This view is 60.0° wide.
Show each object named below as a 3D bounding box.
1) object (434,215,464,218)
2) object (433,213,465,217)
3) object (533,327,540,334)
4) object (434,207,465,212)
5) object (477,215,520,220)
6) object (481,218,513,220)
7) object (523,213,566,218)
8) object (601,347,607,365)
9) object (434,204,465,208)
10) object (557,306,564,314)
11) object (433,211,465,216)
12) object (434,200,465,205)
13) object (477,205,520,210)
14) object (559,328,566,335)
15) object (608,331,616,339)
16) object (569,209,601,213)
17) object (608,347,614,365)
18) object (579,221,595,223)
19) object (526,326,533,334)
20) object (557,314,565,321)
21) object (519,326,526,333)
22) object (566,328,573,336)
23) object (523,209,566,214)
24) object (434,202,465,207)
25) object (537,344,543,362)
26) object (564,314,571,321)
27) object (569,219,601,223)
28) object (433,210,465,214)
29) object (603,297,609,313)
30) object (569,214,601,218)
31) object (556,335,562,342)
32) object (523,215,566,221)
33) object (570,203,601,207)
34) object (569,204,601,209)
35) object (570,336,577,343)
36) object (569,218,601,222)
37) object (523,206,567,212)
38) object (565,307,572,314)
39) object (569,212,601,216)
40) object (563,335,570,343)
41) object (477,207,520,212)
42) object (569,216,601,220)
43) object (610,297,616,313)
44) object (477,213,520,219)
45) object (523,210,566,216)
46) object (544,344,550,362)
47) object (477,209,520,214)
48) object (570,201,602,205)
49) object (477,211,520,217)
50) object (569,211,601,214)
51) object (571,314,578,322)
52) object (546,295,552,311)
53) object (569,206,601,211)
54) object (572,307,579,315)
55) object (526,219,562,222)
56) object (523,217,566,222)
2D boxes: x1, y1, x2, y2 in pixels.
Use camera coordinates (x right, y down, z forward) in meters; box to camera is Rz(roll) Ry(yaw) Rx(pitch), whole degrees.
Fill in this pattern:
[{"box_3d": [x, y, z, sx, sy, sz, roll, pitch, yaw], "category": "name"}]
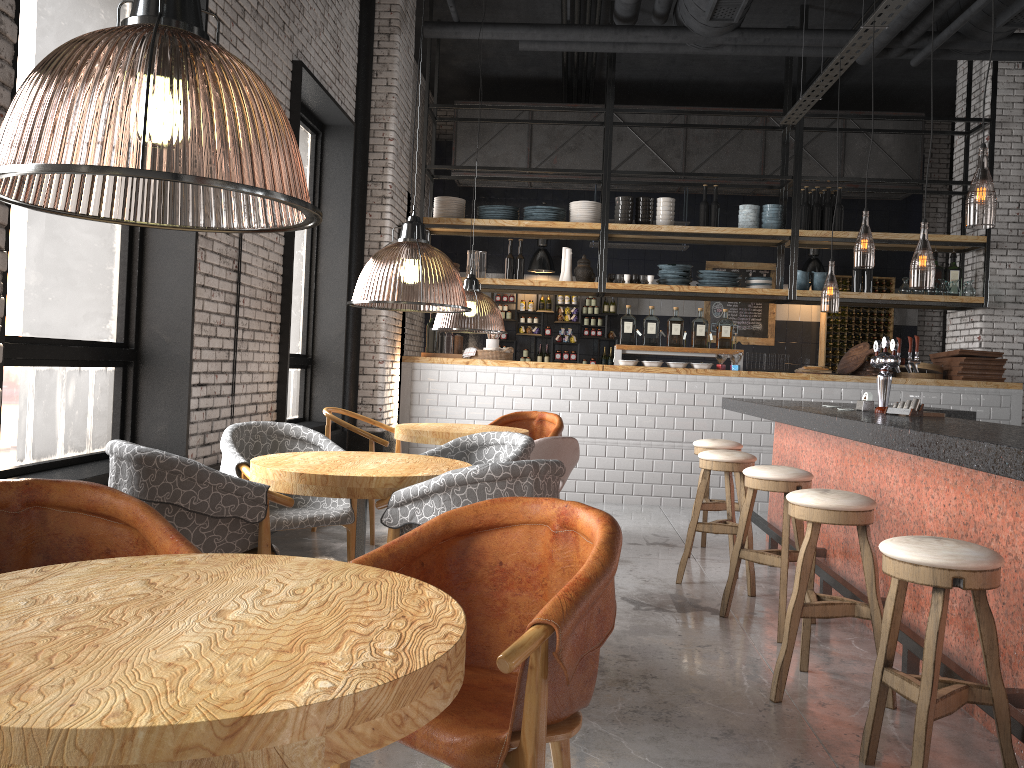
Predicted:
[{"box_3d": [-0.666, -1.740, 9.363, 0.335, 0.042, 0.334, 3, 1, 42], "category": "object"}, {"box_3d": [-0.665, -1.760, 9.362, 0.334, 0.039, 0.335, 2, 1, -9], "category": "object"}, {"box_3d": [0.340, -0.746, 12.280, 0.092, 0.108, 0.105, 3, 0, 15], "category": "object"}, {"box_3d": [-0.662, -1.818, 9.363, 0.335, 0.038, 0.334, 3, 1, 29], "category": "object"}, {"box_3d": [-0.148, -1.718, 9.330, 0.454, 0.043, 0.454, 3, 1, 6], "category": "object"}, {"box_3d": [-0.148, -1.694, 9.330, 0.454, 0.033, 0.454, 3, 1, 12], "category": "object"}, {"box_3d": [0.343, -1.743, 9.299, 0.454, 0.038, 0.454, 3, 1, 5], "category": "object"}, {"box_3d": [1.272, -0.375, 12.221, 0.079, 0.281, 0.079, 3, 0, 22], "category": "object"}, {"box_3d": [-0.659, -1.853, 9.363, 0.335, 0.038, 0.334, 3, 1, 24], "category": "object"}, {"box_3d": [0.675, -1.025, 12.260, 0.092, 0.112, 0.100, 2, 0, -10], "category": "object"}, {"box_3d": [-0.664, -1.779, 9.364, 0.334, 0.044, 0.334, 2, 1, -30], "category": "object"}, {"box_3d": [-0.659, -1.892, 9.363, 0.334, 0.040, 0.335, 2, 1, -6], "category": "object"}, {"box_3d": [-0.142, -1.836, 9.329, 0.454, 0.050, 0.453, 3, 1, 17], "category": "object"}, {"box_3d": [0.699, -0.725, 12.270, 0.090, 0.101, 0.111, 2, 0, -30], "category": "object"}, {"box_3d": [1.376, -0.676, 12.215, 0.088, 0.108, 0.107, 2, 0, -36], "category": "object"}, {"box_3d": [0.764, -1.788, 9.273, 0.334, 0.043, 0.335, 2, 1, -13], "category": "object"}, {"box_3d": [1.362, -0.371, 12.219, 0.079, 0.281, 0.079, 3, 0, 7], "category": "object"}, {"box_3d": [0.760, -1.655, 9.273, 0.335, 0.033, 0.334, 3, 1, 42], "category": "object"}, {"box_3d": [0.249, -0.751, 12.285, 0.088, 0.108, 0.107, 2, 0, -36], "category": "object"}, {"box_3d": [0.674, -0.922, 12.260, 0.088, 0.108, 0.107, 2, 0, -36], "category": "object"}, {"box_3d": [0.143, -0.757, 12.291, 0.092, 0.112, 0.100, 2, 0, -10], "category": "object"}, {"box_3d": [0.797, -0.720, 12.265, 0.090, 0.101, 0.111, 2, 0, -30], "category": "object"}, {"box_3d": [0.345, -1.791, 9.298, 0.454, 0.050, 0.454, 2, 1, -21], "category": "object"}, {"box_3d": [-0.659, -1.872, 9.363, 0.334, 0.035, 0.335, 2, 1, -21], "category": "object"}, {"box_3d": [0.388, -0.416, 12.278, 0.079, 0.281, 0.079, 3, 0, 12], "category": "object"}, {"box_3d": [0.772, -0.920, 12.253, 0.092, 0.112, 0.100, 2, 0, -10], "category": "object"}, {"box_3d": [0.760, -1.676, 9.274, 0.334, 0.046, 0.334, 2, 1, -16], "category": "object"}, {"box_3d": [-0.663, -1.799, 9.362, 0.334, 0.042, 0.335, 2, 1, -36], "category": "object"}, {"box_3d": [1.299, -1.116, 12.227, 0.079, 0.281, 0.079, 3, 0, -23], "category": "object"}, {"box_3d": [0.763, -1.734, 9.274, 0.334, 0.039, 0.335, 2, 1, -30], "category": "object"}, {"box_3d": [0.638, -0.631, 12.264, 0.119, 0.111, 0.085, 2, 0, -28], "category": "object"}, {"box_3d": [0.341, -1.719, 9.299, 0.454, 0.042, 0.454, 2, 1, -36], "category": "object"}, {"box_3d": [0.767, -1.846, 9.273, 0.334, 0.039, 0.335, 2, 1, -21], "category": "object"}, {"box_3d": [0.767, -1.827, 9.274, 0.334, 0.044, 0.334, 2, 1, -26], "category": "object"}, {"box_3d": [0.852, -0.622, 12.250, 0.092, 0.112, 0.100, 2, 0, -10], "category": "object"}, {"box_3d": [0.762, -1.695, 9.273, 0.334, 0.037, 0.335, 2, 1, -30], "category": "object"}, {"box_3d": [0.346, -1.813, 9.299, 0.454, 0.039, 0.454, 3, 1, 23], "category": "object"}, {"box_3d": [0.780, -1.019, 12.254, 0.088, 0.108, 0.107, 2, 0, -36], "category": "object"}, {"box_3d": [0.763, -1.753, 9.273, 0.334, 0.040, 0.335, 2, 1, -42], "category": "object"}, {"box_3d": [0.750, -0.621, 12.267, 0.090, 0.101, 0.111, 2, 0, -30], "category": "object"}, {"box_3d": [-0.144, -1.813, 9.330, 0.454, 0.047, 0.454, 3, 1, 1], "category": "object"}, {"box_3d": [0.761, -1.714, 9.273, 0.334, 0.040, 0.335, 2, 1, -33], "category": "object"}, {"box_3d": [1.393, -1.112, 12.221, 0.079, 0.281, 0.079, 3, 0, -3], "category": "object"}, {"box_3d": [-0.147, -1.742, 9.330, 0.454, 0.044, 0.454, 3, 1, -1], "category": "object"}, {"box_3d": [0.344, -1.766, 9.300, 0.454, 0.037, 0.454, 2, 1, -42], "category": "object"}, {"box_3d": [0.482, -0.411, 12.272, 0.079, 0.281, 0.079, 3, 0, -28], "category": "object"}, {"box_3d": [-0.144, -1.789, 9.329, 0.454, 0.043, 0.454, 3, 1, 9], "category": "object"}, {"box_3d": [0.769, -1.866, 9.274, 0.334, 0.039, 0.335, 2, 1, -23], "category": "object"}, {"box_3d": [-0.145, -1.765, 9.330, 0.454, 0.038, 0.454, 2, 1, -20], "category": "object"}, {"box_3d": [0.764, -1.769, 9.273, 0.335, 0.039, 0.335, 3, 1, 11], "category": "object"}, {"box_3d": [0.867, -0.913, 12.249, 0.092, 0.108, 0.105, 3, 0, 15], "category": "object"}, {"box_3d": [0.510, -1.152, 12.276, 0.079, 0.281, 0.079, 3, 0, -18], "category": "object"}, {"box_3d": [0.766, -1.808, 9.274, 0.334, 0.041, 0.335, 2, 1, -27], "category": "object"}, {"box_3d": [0.872, -1.014, 12.249, 0.092, 0.108, 0.105, 3, 0, 15], "category": "object"}, {"box_3d": [0.339, -1.672, 9.299, 0.454, 0.033, 0.454, 3, 1, 12], "category": "object"}, {"box_3d": [0.341, -1.696, 9.300, 0.454, 0.045, 0.454, 2, 1, -22], "category": "object"}]
